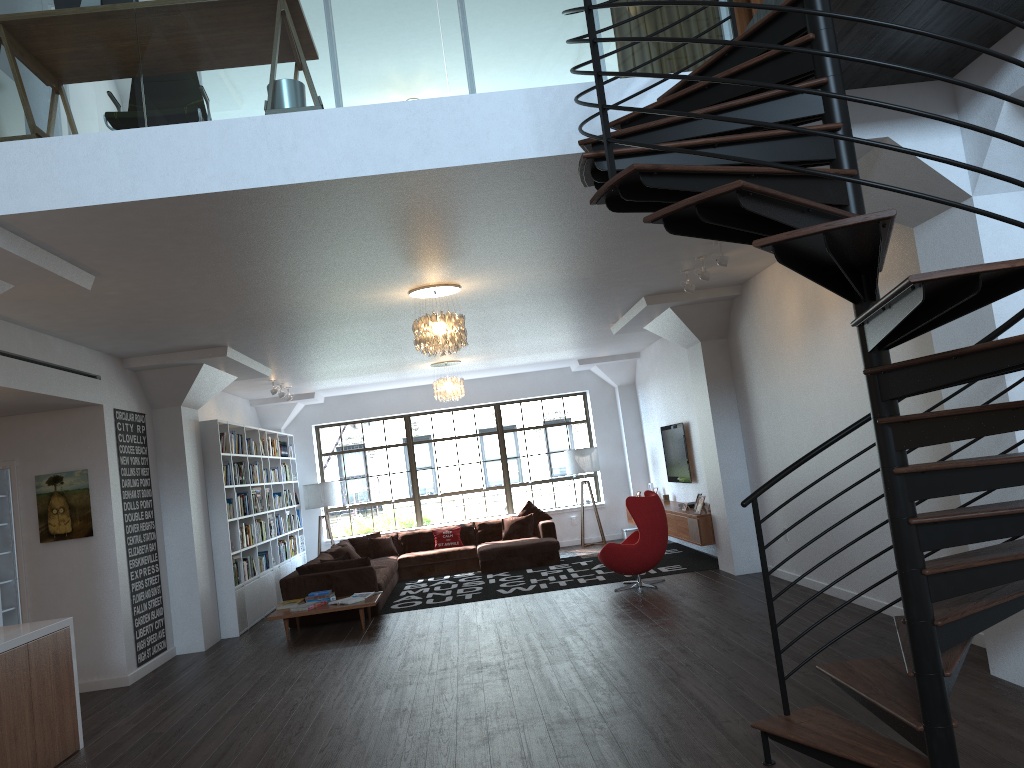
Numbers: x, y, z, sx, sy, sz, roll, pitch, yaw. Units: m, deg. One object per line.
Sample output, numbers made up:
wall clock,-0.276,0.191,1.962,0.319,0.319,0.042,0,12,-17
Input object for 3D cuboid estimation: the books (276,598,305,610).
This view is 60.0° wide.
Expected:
books,-2.409,2.395,9.655,0.241,0.045,0.334,-7,-5,-2

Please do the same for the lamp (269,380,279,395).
lamp,-3.157,0.049,11.757,0.111,0.211,0.120,-10,-6,30

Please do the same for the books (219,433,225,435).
books,-3.411,0.694,10.277,0.159,0.248,0.089,-7,-5,-4

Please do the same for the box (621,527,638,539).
box,1.972,2.486,14.730,0.228,0.165,0.368,-7,-5,-4

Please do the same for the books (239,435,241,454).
books,-3.441,0.762,10.953,0.174,0.243,0.085,-7,-5,-4

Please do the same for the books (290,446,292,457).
books,-3.621,1.105,14.284,0.136,0.196,0.045,-7,-5,-4

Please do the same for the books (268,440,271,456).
books,-3.550,0.929,12.693,0.171,0.246,0.057,-7,-5,-4

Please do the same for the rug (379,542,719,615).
rug,0.430,2.492,11.624,4.200,0.007,3.100,-7,-5,-2

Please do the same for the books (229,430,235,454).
books,-3.439,0.716,10.703,0.176,0.293,0.125,-7,-5,-4

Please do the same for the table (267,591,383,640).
table,-1.951,2.478,9.452,1.100,0.271,0.853,-7,-5,-4

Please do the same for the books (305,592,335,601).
books,-2.107,2.331,9.742,0.279,0.035,0.191,-8,-5,6

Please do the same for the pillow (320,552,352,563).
pillow,-2.026,2.196,10.532,0.559,0.411,0.269,-12,-7,42

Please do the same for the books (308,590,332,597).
books,-2.106,2.300,9.743,0.224,0.027,0.157,-8,-5,1

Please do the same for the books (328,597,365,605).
books,-1.746,2.285,9.348,0.342,0.040,0.231,-11,-6,36

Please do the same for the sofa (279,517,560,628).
sofa,-0.983,2.384,12.068,3.481,0.664,4.197,-7,-5,-4

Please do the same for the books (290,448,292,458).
books,-3.612,1.108,14.230,0.128,0.178,0.022,-7,-5,-4

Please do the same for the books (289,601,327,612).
books,-2.144,2.337,9.330,0.236,0.035,0.340,-9,-5,21

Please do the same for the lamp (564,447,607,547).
lamp,1.237,1.854,14.590,0.545,1.579,0.545,-8,-5,7

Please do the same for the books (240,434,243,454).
books,-3.449,0.767,11.055,0.182,0.255,0.077,-7,-5,-4

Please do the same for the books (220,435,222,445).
books,-3.390,0.689,10.057,0.182,0.215,0.188,-7,-5,-4

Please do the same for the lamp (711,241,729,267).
lamp,1.631,-1.010,6.902,0.120,0.211,0.111,-5,-6,-30

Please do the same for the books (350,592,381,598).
books,-1.612,2.299,9.701,0.256,0.035,0.350,-9,-5,21

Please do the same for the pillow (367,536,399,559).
pillow,-1.984,2.477,13.476,0.489,0.337,0.238,-4,-6,-34

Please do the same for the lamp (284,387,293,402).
lamp,-3.214,0.147,12.776,0.120,0.211,0.111,-5,-6,-30

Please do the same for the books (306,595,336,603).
books,-2.097,2.366,9.735,0.312,0.037,0.216,-6,-5,-14

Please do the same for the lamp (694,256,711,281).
lamp,1.603,-0.961,7.417,0.120,0.211,0.111,-3,-7,-44

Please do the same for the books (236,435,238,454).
books,-3.433,0.749,10.834,0.159,0.248,0.089,-7,-5,-4

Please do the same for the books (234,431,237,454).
books,-3.446,0.723,10.765,0.197,0.290,0.136,-7,-5,-4

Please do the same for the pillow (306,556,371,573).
pillow,-1.968,2.207,10.267,0.750,0.364,0.289,-7,-5,-5

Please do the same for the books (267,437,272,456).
books,-3.560,0.915,12.777,0.176,0.290,0.053,-7,-5,-4

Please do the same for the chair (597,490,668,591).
chair,1.327,1.700,9.717,0.801,1.006,0.798,-9,-5,21

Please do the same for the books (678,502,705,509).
books,2.347,1.585,11.596,0.250,0.053,0.400,-7,-5,-4

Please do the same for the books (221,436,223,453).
books,-3.404,0.702,10.146,0.167,0.210,0.162,-7,-5,-4

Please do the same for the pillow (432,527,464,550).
pillow,-0.990,2.381,13.684,0.465,0.308,0.220,-7,-5,-8

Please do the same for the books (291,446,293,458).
books,-3.621,1.111,14.325,0.139,0.191,0.036,-7,-5,-4

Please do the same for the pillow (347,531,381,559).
pillow,-2.181,2.492,13.561,0.580,0.418,0.334,-4,-6,-31

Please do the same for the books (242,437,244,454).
books,-3.460,0.784,11.123,0.167,0.233,0.077,-7,-5,-4

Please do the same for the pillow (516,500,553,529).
pillow,0.268,2.110,13.826,0.651,0.587,0.335,-5,-6,-25

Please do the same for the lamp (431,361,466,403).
lamp,-0.887,-0.024,12.326,0.441,0.539,0.442,-11,-6,38

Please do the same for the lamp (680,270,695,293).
lamp,1.575,-0.912,7.920,0.111,0.211,0.120,-10,-6,30

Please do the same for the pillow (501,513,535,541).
pillow,0.084,2.201,13.641,0.542,0.362,0.248,-9,-5,17

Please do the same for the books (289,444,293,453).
books,-3.630,1.095,14.366,0.140,0.231,0.042,-7,-5,-4

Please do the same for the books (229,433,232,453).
books,-3.426,0.722,10.561,0.170,0.251,0.118,-7,-5,-4

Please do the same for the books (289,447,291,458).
books,-3.618,1.101,14.182,0.134,0.184,0.030,-7,-5,-4

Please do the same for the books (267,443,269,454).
books,-3.539,0.910,12.507,0.189,0.247,0.057,-7,-5,-4

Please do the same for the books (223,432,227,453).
books,-3.413,0.696,10.320,0.170,0.251,0.118,-7,-5,-4

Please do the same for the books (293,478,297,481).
books,-3.598,1.545,14.139,0.284,0.035,0.197,-10,-6,26

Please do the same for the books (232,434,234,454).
books,-3.425,0.731,10.614,0.174,0.242,0.105,-7,-5,-4

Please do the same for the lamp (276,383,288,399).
lamp,-3.185,0.098,12.260,0.120,0.211,0.111,-3,-7,-44

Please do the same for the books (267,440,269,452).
books,-3.527,0.888,12.561,0.140,0.298,0.044,-7,-5,-4

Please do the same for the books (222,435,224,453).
books,-3.400,0.702,10.211,0.161,0.218,0.101,-7,-5,-4

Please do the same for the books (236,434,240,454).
books,-3.433,0.750,10.868,0.182,0.253,0.098,-7,-5,-4

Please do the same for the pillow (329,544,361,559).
pillow,-2.210,2.368,11.942,0.325,0.391,0.625,-9,-5,12

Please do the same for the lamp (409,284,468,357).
lamp,-0.603,-0.509,7.296,0.441,0.539,0.442,-11,-6,38

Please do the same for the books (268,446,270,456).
books,-3.530,0.938,12.602,0.144,0.207,0.048,-7,-5,-4

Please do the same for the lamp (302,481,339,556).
lamp,-3.039,2.398,14.401,0.545,1.579,0.545,-6,-5,-15
